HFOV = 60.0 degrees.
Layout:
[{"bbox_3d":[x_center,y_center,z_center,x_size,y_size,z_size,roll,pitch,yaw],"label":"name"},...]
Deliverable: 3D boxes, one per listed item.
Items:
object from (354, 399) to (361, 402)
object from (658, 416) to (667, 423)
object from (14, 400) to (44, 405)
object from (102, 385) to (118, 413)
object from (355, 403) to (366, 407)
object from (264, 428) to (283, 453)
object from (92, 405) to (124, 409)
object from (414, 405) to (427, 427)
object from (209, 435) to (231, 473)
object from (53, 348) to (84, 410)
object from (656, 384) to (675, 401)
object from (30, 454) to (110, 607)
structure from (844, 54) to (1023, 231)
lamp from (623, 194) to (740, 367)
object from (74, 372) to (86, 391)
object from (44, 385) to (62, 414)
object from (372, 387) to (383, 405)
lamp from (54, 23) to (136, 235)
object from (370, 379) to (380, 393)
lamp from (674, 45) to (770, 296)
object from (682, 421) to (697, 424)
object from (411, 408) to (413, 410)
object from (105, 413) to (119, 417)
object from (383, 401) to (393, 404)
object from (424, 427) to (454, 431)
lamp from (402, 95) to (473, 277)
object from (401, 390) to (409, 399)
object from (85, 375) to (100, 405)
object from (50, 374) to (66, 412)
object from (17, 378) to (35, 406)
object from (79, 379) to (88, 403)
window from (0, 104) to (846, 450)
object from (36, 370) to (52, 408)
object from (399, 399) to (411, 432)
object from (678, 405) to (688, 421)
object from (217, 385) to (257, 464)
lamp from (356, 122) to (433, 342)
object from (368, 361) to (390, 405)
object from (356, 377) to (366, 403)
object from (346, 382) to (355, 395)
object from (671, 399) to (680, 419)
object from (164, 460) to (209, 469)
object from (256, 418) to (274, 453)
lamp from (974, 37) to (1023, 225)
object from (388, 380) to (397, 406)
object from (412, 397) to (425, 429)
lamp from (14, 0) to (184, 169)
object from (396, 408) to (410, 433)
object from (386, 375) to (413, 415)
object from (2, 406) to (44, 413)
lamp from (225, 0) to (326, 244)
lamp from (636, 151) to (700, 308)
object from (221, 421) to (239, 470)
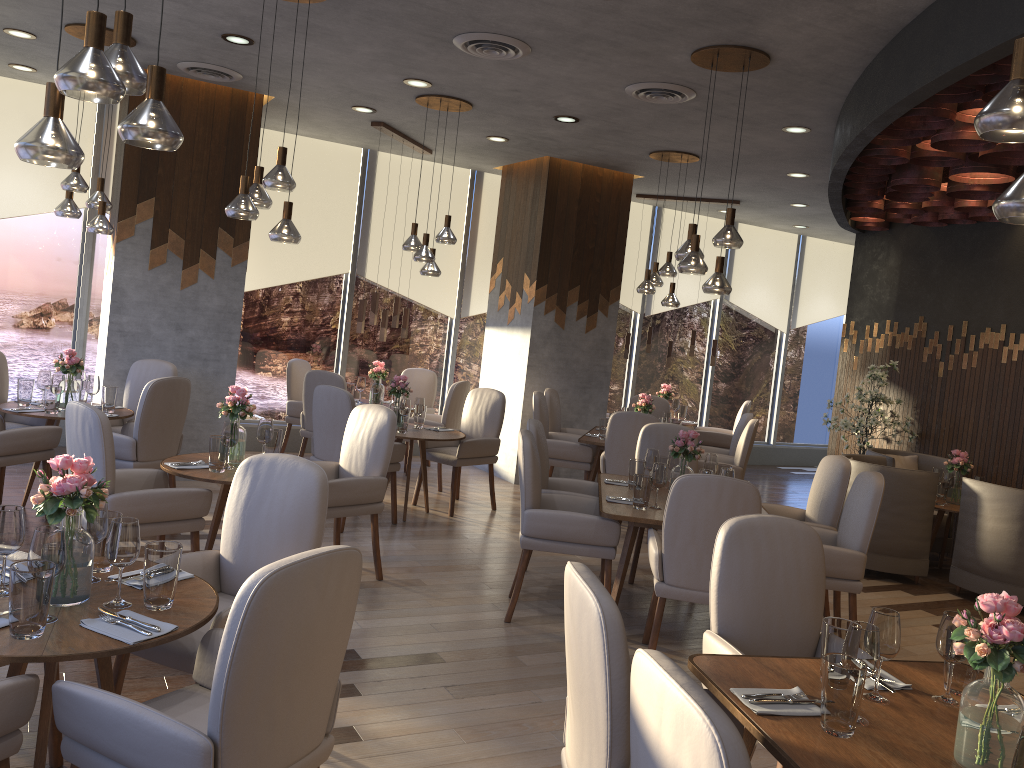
[{"bbox_3d":[-1.558,0.147,8.536,0.255,0.019,0.157,7,4,14],"label":"object"},{"bbox_3d":[1.288,0.404,7.653,0.092,0.244,0.092,5,3,-33],"label":"object"},{"bbox_3d":[-3.286,0.124,6.131,0.255,0.019,0.157,7,4,16],"label":"object"},{"bbox_3d":[-2.762,0.105,6.079,0.102,0.178,0.102,8,3,34],"label":"object"},{"bbox_3d":[-1.421,0.187,8.174,0.157,0.019,0.255,7,4,16],"label":"object"},{"bbox_3d":[-1.335,0.341,4.936,0.102,0.178,0.102,6,3,-8],"label":"object"},{"bbox_3d":[-2.897,0.157,6.272,0.157,0.019,0.255,8,4,21],"label":"object"},{"bbox_3d":[-0.741,0.255,7.119,0.102,0.178,0.102,4,3,-37],"label":"object"},{"bbox_3d":[-1.487,0.355,4.491,0.102,0.178,0.102,7,3,11],"label":"object"},{"bbox_3d":[-3.011,-0.036,6.012,0.198,0.415,0.210,7,3,9],"label":"object"},{"bbox_3d":[1.736,0.204,10.053,0.210,0.415,0.197,8,3,39],"label":"object"},{"bbox_3d":[-1.249,0.401,2.495,0.210,0.415,0.198,5,3,-31],"label":"object"},{"bbox_3d":[3.331,-1.402,3.900,2.755,0.556,9.467,6,4,1],"label":"structure"},{"bbox_3d":[1.889,-1.151,10.093,1.162,1.929,0.118,7,2,17],"label":"lamp"},{"bbox_3d":[-3.021,0.037,6.175,0.092,0.244,0.092,6,2,2],"label":"object"},{"bbox_3d":[-2.986,0.103,5.758,0.102,0.178,0.102,6,3,-11],"label":"object"},{"bbox_3d":[-1.247,0.126,8.175,0.102,0.178,0.102,9,3,42],"label":"object"},{"bbox_3d":[-2.834,-1.688,5.981,0.440,1.324,0.439,8,3,29],"label":"lamp"},{"bbox_3d":[-1.282,0.082,8.276,0.092,0.244,0.092,8,3,35],"label":"object"},{"bbox_3d":[1.160,-1.183,5.030,0.439,1.324,0.440,5,2,-23],"label":"lamp"},{"bbox_3d":[1.980,0.428,10.081,0.255,0.019,0.157,7,4,10],"label":"object"},{"bbox_3d":[-1.048,0.218,8.317,0.255,0.019,0.157,8,4,18],"label":"object"},{"bbox_3d":[-2.772,0.196,5.915,0.255,0.019,0.157,8,4,18],"label":"object"},{"bbox_3d":[-1.187,0.178,8.684,0.157,0.019,0.255,8,4,22],"label":"object"},{"bbox_3d":[-0.594,0.355,7.066,0.158,0.019,0.255,9,5,37],"label":"object"},{"bbox_3d":[-0.593,-1.500,6.823,0.439,1.324,0.440,5,2,-21],"label":"lamp"},{"bbox_3d":[-1.036,0.128,8.481,0.102,0.178,0.102,5,3,-26],"label":"object"},{"bbox_3d":[-2.862,0.064,6.042,0.092,0.244,0.092,8,3,43],"label":"object"},{"bbox_3d":[-3.009,0.060,5.863,0.092,0.244,0.092,8,3,42],"label":"object"},{"bbox_3d":[-3.275,0.057,5.962,0.102,0.178,0.102,5,3,-18],"label":"object"},{"bbox_3d":[-3.053,0.059,6.281,0.102,0.178,0.102,6,3,-2],"label":"object"},{"bbox_3d":[-1.220,-0.847,6.363,8.069,3.195,16.129,7,4,16],"label":"window"},{"bbox_3d":[-3.169,0.033,5.999,0.092,0.244,0.092,5,3,-26],"label":"object"},{"bbox_3d":[-0.820,0.238,6.764,0.092,0.244,0.092,5,3,-35],"label":"object"},{"bbox_3d":[1.969,0.335,10.243,0.102,0.178,0.102,4,4,-44],"label":"object"},{"bbox_3d":[-1.495,0.214,4.794,0.210,0.415,0.197,8,3,34],"label":"object"},{"bbox_3d":[-1.121,-1.362,8.364,0.118,1.929,1.161,7,3,16],"label":"lamp"},{"bbox_3d":[-1.282,-0.016,8.450,0.210,0.415,0.198,6,3,-16],"label":"object"},{"bbox_3d":[-1.436,0.056,8.408,0.092,0.244,0.092,8,3,39],"label":"object"},{"bbox_3d":[-1.540,0.081,8.367,0.102,0.178,0.102,7,3,10],"label":"object"},{"bbox_3d":[1.875,0.296,10.193,0.092,0.244,0.092,4,3,-38],"label":"object"},{"bbox_3d":[-1.643,0.413,4.571,0.255,0.019,0.158,2,6,-45],"label":"object"},{"bbox_3d":[-1.349,0.314,4.827,0.092,0.244,0.092,7,3,26],"label":"object"},{"bbox_3d":[1.317,-0.956,2.004,0.439,1.324,0.439,7,2,10],"label":"lamp"},{"bbox_3d":[-1.136,0.086,8.445,0.092,0.244,0.092,7,2,21],"label":"object"},{"bbox_3d":[-0.739,0.230,7.008,0.092,0.244,0.092,7,2,17],"label":"object"},{"bbox_3d":[-1.071,-1.248,2.429,0.439,1.324,0.440,5,3,-36],"label":"lamp"},{"bbox_3d":[-0.822,0.278,6.656,0.102,0.178,0.102,9,3,42],"label":"object"},{"bbox_3d":[-0.893,0.133,6.921,0.210,0.415,0.198,7,3,19],"label":"object"},{"bbox_3d":[-3.160,0.163,5.777,0.157,0.019,0.255,8,4,23],"label":"object"},{"bbox_3d":[-1.242,-1.420,4.637,0.439,1.324,0.440,5,3,-26],"label":"lamp"},{"bbox_3d":[1.364,-1.358,7.866,0.439,1.324,0.440,4,3,-43],"label":"lamp"},{"bbox_3d":[-1.468,0.317,4.598,0.092,0.244,0.092,4,3,-43],"label":"object"}]
